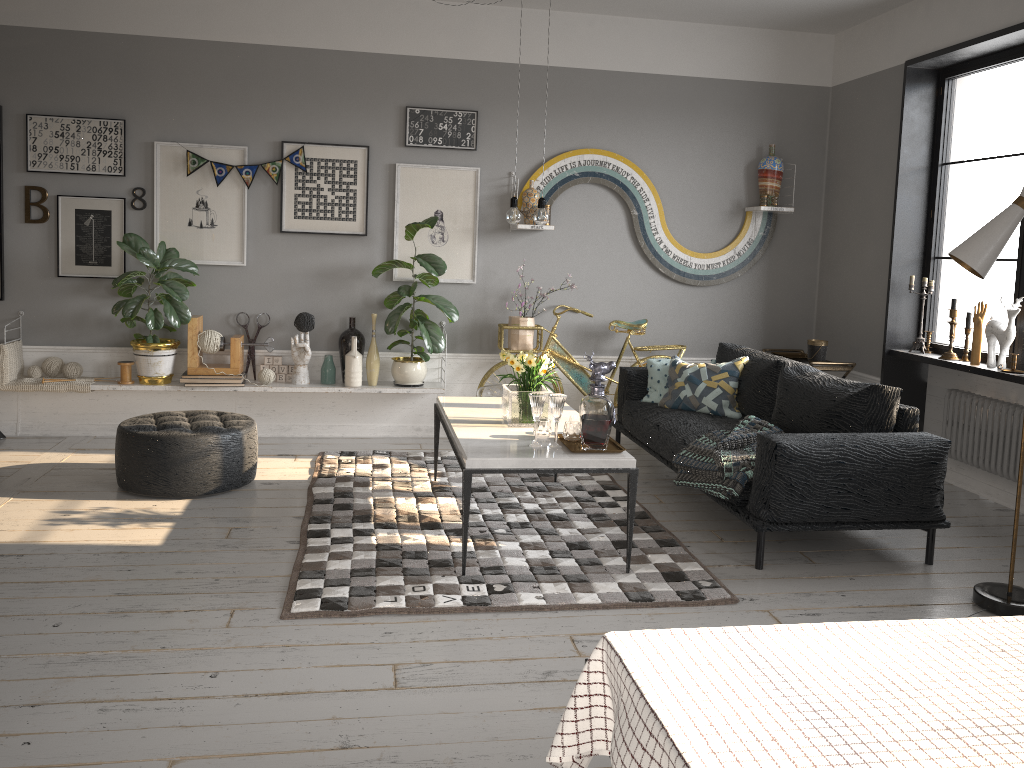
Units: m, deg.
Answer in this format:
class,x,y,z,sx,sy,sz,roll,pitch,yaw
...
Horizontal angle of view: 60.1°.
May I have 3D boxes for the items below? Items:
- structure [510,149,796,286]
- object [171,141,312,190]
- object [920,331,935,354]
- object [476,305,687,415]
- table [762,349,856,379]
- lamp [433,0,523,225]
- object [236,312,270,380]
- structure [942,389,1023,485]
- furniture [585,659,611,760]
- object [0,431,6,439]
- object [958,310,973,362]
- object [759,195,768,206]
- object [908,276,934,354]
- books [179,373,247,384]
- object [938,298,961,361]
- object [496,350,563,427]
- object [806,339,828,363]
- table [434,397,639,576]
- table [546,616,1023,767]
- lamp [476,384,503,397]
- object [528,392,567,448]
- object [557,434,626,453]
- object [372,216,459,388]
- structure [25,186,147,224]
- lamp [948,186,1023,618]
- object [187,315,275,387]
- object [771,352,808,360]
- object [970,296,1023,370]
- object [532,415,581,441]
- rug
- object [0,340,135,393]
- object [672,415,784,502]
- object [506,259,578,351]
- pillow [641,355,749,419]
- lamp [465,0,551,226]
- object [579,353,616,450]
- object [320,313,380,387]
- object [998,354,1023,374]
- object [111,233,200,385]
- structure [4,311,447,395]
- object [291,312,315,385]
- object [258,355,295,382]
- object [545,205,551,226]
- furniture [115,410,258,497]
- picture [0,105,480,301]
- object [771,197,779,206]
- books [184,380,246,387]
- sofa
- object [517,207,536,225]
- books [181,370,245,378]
class,x,y,z,sx,sy,sz,roll,pitch,yaw
structure,0.998,-1.177,6.248,2.021,0.950,0.269,1,5,-10
object,-1.784,-1.457,5.855,0.914,0.337,0.058,1,5,-10
object,2.633,-0.272,5.595,0.084,0.150,0.085,2,6,-6
object,0.569,-0.062,6.213,1.625,0.964,0.429,0,6,-18
table,2.065,0.133,6.270,0.339,0.675,0.748,1,7,-10
lamp,-0.466,-1.487,3.804,1.398,1.526,0.075,-4,8,-41
object,-1.749,-0.252,5.973,0.221,0.460,0.019,1,5,-10
structure,2.808,0.332,4.899,0.149,0.425,1.233,1,9,-12
furniture,0.941,0.876,1.930,1.669,0.453,0.469,1,7,-10
object,-3.384,0.003,5.637,0.279,0.696,0.092,1,5,-18
object,2.673,-0.283,5.194,0.076,0.299,0.076,4,6,21
object,1.796,-1.303,6.308,0.060,0.078,0.060,0,7,-21
object,2.560,-0.439,5.566,0.145,0.487,0.163,5,6,26
books,-1.953,-0.039,5.803,0.384,0.029,0.262,1,9,-9
object,2.613,-0.331,5.252,0.123,0.373,0.124,2,5,-5
object,0.078,0.015,4.299,0.325,0.349,0.354,1,7,-8
object,2.077,-0.217,6.032,0.142,0.159,0.139,6,8,28
table,0.036,0.441,4.338,0.732,0.507,1.468,1,9,-10
table,1.109,0.839,1.147,2.024,0.779,0.939,1,7,-10
lamp,-0.029,0.223,5.927,0.433,0.435,0.435,5,7,21
object,0.150,0.157,3.814,0.167,0.225,0.083,2,6,2
object,0.339,0.260,3.869,0.246,0.015,0.321,1,9,-10
object,-0.648,-0.553,5.949,0.568,1.143,0.417,6,6,29
structure,-2.762,-1.161,5.744,0.739,0.261,0.024,1,5,-10
lamp,2.242,0.076,3.369,1.246,1.692,0.684,1,6,-12
object,-1.830,-0.217,5.812,0.545,0.437,0.240,1,6,-10
object,2.053,-0.203,6.392,0.246,0.015,0.321,1,9,-10
object,2.706,-0.262,4.748,0.134,0.407,0.668,1,8,-9
object,0.261,0.210,3.971,0.279,0.087,0.248,-3,10,-32
rug,-0.166,0.640,4.554,1.769,0.034,2.547,1,9,-10
object,-2.814,-0.110,5.658,0.784,0.305,0.331,1,7,-9
object,1.123,0.374,4.319,0.490,0.327,0.672,0,8,-15
object,0.196,-0.537,6.081,0.488,0.637,0.255,3,6,8
pillow,1.161,-0.019,5.546,0.443,0.359,0.804,-2,9,-27
lamp,-0.333,-1.476,3.765,1.398,1.526,0.075,-4,8,-41
object,0.368,0.071,3.790,0.156,0.414,0.149,3,6,9
object,-1.083,-0.236,5.940,0.333,0.485,0.286,8,8,40
object,2.693,-0.111,4.749,0.123,0.098,0.124,4,8,13
object,-2.278,-0.476,5.649,0.510,0.957,0.549,0,7,-24
structure,-1.818,-0.194,5.847,2.774,0.483,0.310,1,6,-10
object,-1.396,-0.238,5.901,0.155,0.480,0.137,1,5,-10
object,-1.571,-0.103,5.980,0.265,0.172,0.079,2,6,-4
object,0.224,-1.154,6.053,0.086,0.139,0.086,0,6,-17
furniture,-1.775,0.364,4.854,0.735,0.354,0.741,-1,9,-23
picture,-3.490,-0.956,3.568,7.290,1.783,4.072,1,8,-10
object,1.868,-1.297,6.286,0.050,0.058,0.050,0,7,-20
books,-1.943,-0.016,5.812,0.368,0.021,0.299,0,9,-15
sofa,1.310,0.258,4.961,0.970,0.792,2.360,1,9,-10
object,0.082,-1.164,6.013,0.197,0.165,0.060,5,6,24
books,-1.957,-0.063,5.811,0.379,0.017,0.231,0,9,-13
